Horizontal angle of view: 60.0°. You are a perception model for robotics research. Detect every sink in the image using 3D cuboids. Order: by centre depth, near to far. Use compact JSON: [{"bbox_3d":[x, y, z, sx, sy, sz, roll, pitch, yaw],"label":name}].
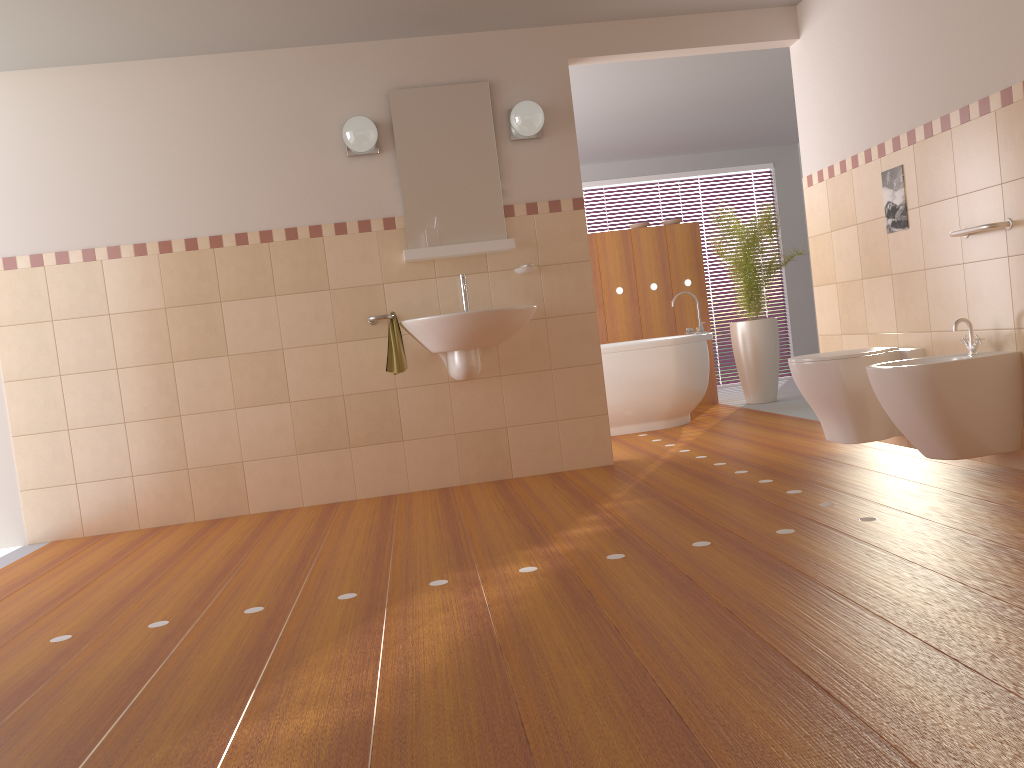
[{"bbox_3d":[1.616,0.020,3.363,0.515,0.517,0.335,-7,3,-6],"label":"sink"},{"bbox_3d":[-0.196,-0.281,4.260,0.683,0.516,0.539,-7,3,-6],"label":"sink"}]

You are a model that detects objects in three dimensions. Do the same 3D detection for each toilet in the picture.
[{"bbox_3d":[1.542,0.053,4.023,0.534,0.400,0.375,-7,3,-6],"label":"toilet"}]

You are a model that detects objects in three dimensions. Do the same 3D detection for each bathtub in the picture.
[{"bbox_3d":[0.500,-0.108,6.170,1.874,0.900,0.888,-7,3,-6],"label":"bathtub"}]

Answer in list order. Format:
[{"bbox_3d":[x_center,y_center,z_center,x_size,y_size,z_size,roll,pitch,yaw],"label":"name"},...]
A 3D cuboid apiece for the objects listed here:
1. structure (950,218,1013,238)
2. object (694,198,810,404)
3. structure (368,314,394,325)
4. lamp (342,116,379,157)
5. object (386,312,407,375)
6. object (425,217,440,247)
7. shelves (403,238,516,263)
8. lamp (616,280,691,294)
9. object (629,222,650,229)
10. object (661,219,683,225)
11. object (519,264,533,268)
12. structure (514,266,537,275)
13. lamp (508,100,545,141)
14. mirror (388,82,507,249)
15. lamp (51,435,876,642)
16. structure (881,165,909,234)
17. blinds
[{"bbox_3d":[1.757,-0.583,3.356,0.091,0.042,0.295,-7,3,-6],"label":"structure"},{"bbox_3d":[1.925,-0.640,6.760,0.683,1.557,1.335,-5,3,26],"label":"object"},{"bbox_3d":[-0.634,-0.318,4.311,0.142,0.042,0.333,-7,3,-6],"label":"structure"},{"bbox_3d":[-0.741,-1.216,4.329,0.173,0.173,0.209,-7,3,-6],"label":"lamp"},{"bbox_3d":[-0.562,-0.198,4.319,0.085,0.306,0.181,-6,3,10],"label":"object"},{"bbox_3d":[-0.398,-0.751,4.413,0.063,0.149,0.073,-7,3,-6],"label":"object"},{"bbox_3d":[-0.264,-0.668,4.438,0.554,0.050,0.138,-7,3,-6],"label":"shelves"},{"bbox_3d":[0.851,-0.738,7.008,1.169,0.052,0.001,-7,3,-6],"label":"lamp"},{"bbox_3d":[1.026,-1.263,7.141,0.173,0.046,0.173,-7,3,-6],"label":"object"},{"bbox_3d":[1.294,-1.297,7.169,0.173,0.046,0.173,-7,3,-6],"label":"object"},{"bbox_3d":[0.072,-0.597,4.501,0.050,0.023,0.075,-9,4,-41],"label":"object"},{"bbox_3d":[0.073,-0.575,4.501,0.117,0.029,0.092,-7,3,-6],"label":"structure"},{"bbox_3d":[0.074,-1.318,4.415,0.173,0.173,0.209,-7,3,-6],"label":"lamp"},{"bbox_3d":[-0.321,-1.099,4.468,0.502,0.799,0.008,-7,3,-6],"label":"mirror"},{"bbox_3d":[-0.543,0.577,4.122,3.173,0.001,2.893,-7,3,-6],"label":"lamp"},{"bbox_3d":[1.703,-0.819,3.948,0.005,0.279,0.170,-7,3,-6],"label":"structure"},{"bbox_3d":[0.331,-0.794,8.469,4.712,2.022,0.032,-7,3,-6],"label":"blinds"}]
